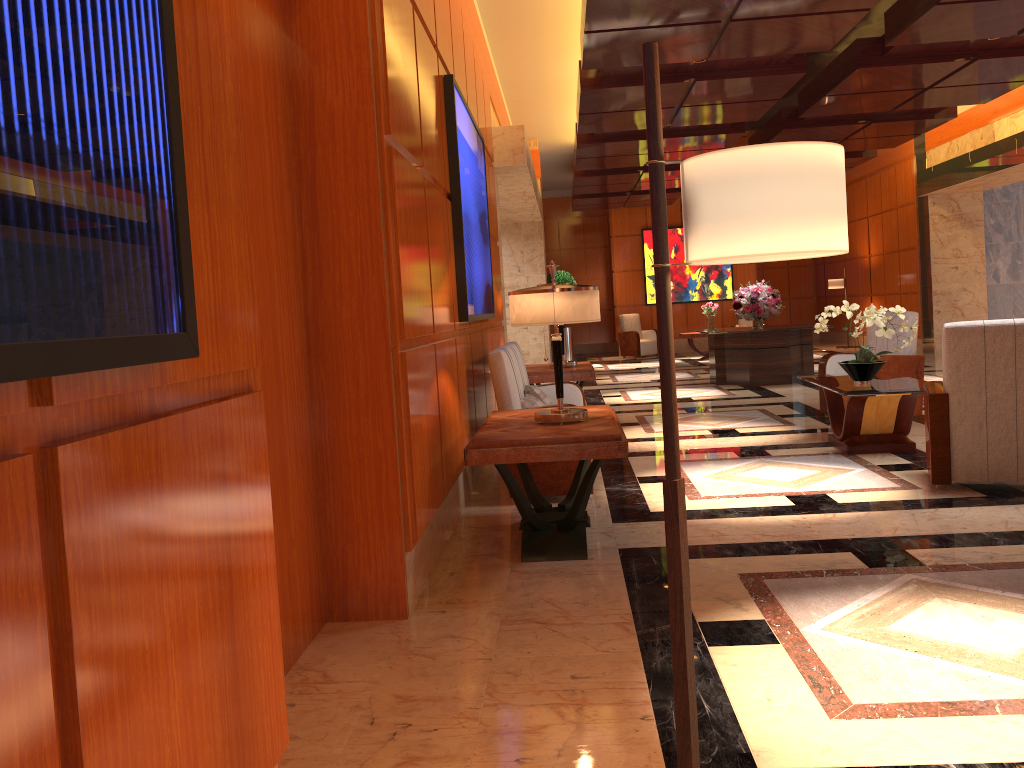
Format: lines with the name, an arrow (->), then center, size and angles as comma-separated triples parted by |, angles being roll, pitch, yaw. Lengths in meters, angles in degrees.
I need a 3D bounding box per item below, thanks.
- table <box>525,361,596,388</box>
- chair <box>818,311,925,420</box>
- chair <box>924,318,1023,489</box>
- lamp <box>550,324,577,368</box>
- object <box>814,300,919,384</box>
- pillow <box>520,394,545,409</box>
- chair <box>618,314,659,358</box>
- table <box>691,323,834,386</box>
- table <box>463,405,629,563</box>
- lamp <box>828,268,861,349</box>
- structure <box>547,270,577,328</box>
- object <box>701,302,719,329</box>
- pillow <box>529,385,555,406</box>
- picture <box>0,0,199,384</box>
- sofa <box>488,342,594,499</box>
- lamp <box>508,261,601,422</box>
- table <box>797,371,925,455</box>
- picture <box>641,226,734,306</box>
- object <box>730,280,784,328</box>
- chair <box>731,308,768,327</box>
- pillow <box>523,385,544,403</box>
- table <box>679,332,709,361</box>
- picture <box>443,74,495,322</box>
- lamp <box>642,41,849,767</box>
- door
table -> 0.459, 0.133, 8.745 | 0.725, 0.605, 1.273 | -3, 4, 4
chair -> 3.268, -0.170, 8.058 | 0.629, 0.959, 0.738 | -4, 3, -17
chair -> 2.791, 0.099, 5.103 | 0.737, 0.959, 0.630 | -2, 3, 23
lamp -> 0.476, -0.564, 8.577 | 0.458, 0.808, 0.460 | -3, 3, 13
object -> 2.573, -0.313, 6.479 | 0.789, 0.616, 0.418 | -5, 3, -19
pillow -> 0.160, 0.189, 5.784 | 0.195, 0.226, 0.345 | -3, 4, 9
chair -> 2.796, -1.079, 19.606 | 0.739, 0.959, 0.628 | -6, 4, -37
table -> 3.424, -0.409, 12.294 | 1.600, 0.743, 1.604 | -3, 4, 4
table -> 0.204, 0.491, 4.535 | 0.725, 0.605, 1.273 | -3, 4, 4
lamp -> 6.798, -1.554, 18.204 | 0.527, 1.658, 0.360 | -4, 2, -6
structure -> 0.997, -1.473, 18.027 | 0.722, 1.709, 0.722 | -4, 3, -18
object -> 3.925, -1.326, 17.517 | 0.350, 0.595, 0.327 | -2, 3, 24
pillow -> 0.221, 0.119, 6.664 | 0.202, 0.229, 0.274 | -3, 4, 6
picture -> -0.624, -0.679, 0.370 | 0.056, 1.449, 2.001 | -3, 4, 4
sofa -> 0.230, 0.177, 6.236 | 0.612, 0.930, 1.803 | -3, 4, 4
lamp -> 0.225, -0.220, 4.434 | 0.459, 0.792, 0.458 | -6, 4, -34
table -> 2.670, 0.228, 6.616 | 0.722, 0.495, 1.564 | -3, 4, 7
picture -> 3.988, -2.708, 20.105 | 1.996, 1.733, 0.056 | -3, 2, 4
object -> 3.382, -1.107, 12.247 | 0.650, 0.657, 0.681 | -4, 4, -5
chair -> 5.222, -1.216, 19.456 | 0.737, 0.959, 0.630 | -2, 3, 23
pillow -> 0.158, 0.144, 6.219 | 0.160, 0.252, 0.358 | -3, 4, 0
table -> 3.943, -0.760, 17.511 | 1.167, 0.533, 0.726 | -3, 4, 4
picture -> -0.269, -1.175, 6.214 | 0.056, 1.449, 2.001 | -3, 4, 4
lamp -> 0.393, 0.179, 1.710 | 0.527, 1.658, 0.360 | -4, 2, -6
door -> -0.703, -0.327, 2.664 | 0.340, 2.646, 1.541 | -3, 3, 4
